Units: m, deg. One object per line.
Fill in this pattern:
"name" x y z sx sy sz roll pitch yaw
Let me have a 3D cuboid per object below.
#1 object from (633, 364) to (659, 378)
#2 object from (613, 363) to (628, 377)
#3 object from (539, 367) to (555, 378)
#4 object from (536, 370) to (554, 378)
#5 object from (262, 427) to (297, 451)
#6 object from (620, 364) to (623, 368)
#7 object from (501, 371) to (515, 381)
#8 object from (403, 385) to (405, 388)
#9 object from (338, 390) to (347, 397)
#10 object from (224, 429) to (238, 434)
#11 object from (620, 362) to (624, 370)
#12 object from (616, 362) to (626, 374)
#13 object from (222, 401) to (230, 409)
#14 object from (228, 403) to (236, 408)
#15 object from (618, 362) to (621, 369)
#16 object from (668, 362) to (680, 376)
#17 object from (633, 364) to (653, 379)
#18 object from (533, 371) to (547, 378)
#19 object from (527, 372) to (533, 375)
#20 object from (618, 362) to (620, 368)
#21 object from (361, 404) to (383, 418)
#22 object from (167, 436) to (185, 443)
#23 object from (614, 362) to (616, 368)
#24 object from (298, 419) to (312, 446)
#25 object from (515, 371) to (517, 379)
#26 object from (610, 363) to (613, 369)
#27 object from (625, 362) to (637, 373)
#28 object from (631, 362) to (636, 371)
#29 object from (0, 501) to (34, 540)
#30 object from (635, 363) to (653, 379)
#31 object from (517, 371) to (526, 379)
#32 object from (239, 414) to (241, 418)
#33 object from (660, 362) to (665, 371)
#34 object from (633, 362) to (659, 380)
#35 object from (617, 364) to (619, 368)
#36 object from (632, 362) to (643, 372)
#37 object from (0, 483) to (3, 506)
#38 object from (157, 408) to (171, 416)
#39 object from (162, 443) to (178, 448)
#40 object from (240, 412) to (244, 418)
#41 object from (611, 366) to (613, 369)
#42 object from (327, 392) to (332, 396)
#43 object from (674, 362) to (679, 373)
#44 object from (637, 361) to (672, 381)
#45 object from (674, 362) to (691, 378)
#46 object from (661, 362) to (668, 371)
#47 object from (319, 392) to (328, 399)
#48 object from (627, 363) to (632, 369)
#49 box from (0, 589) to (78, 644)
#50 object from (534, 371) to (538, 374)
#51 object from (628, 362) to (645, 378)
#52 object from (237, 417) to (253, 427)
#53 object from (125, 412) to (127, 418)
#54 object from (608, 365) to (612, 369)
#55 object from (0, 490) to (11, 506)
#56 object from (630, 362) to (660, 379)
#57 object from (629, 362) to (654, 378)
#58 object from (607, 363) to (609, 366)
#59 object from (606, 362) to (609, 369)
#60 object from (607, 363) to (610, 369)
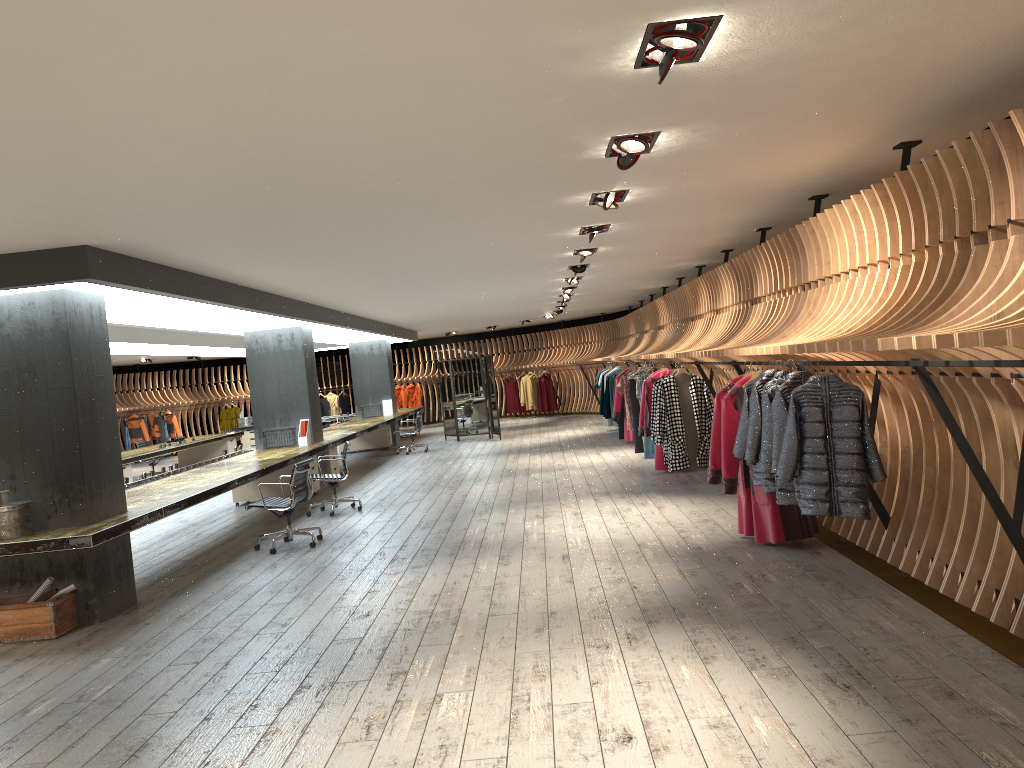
"object" 2.081 -0.209 13.388 0.548 0.256 0.023 -6 0 27
"object" 2.158 -0.282 16.805 0.525 0.270 0.012 -6 0 7
"object" 1.000 -0.340 25.537 0.525 0.270 0.012 -6 0 -23
"object" 0.946 -0.337 25.622 0.525 0.270 0.012 -6 0 2
"object" -3.464 0.817 13.231 0.459 0.289 0.329 -6 1 -1
"object" 2.201 -0.304 17.607 0.525 0.270 0.012 -6 0 2
"object" -0.094 -0.249 26.698 0.525 0.270 0.012 -6 0 2
"object" -3.452 0.073 28.182 0.012 0.270 0.525 -6 1 7
"object" -5.371 0.273 28.129 0.012 0.270 0.525 -6 1 27
"object" -6.388 1.086 20.142 0.302 0.074 0.217 -6 1 -4
"object" 2.175 -0.296 17.284 0.525 0.270 0.012 -6 0 12
"object" 2.174 -0.287 16.985 0.525 0.270 0.012 -6 0 27
"object" -8.578 0.648 26.611 0.525 0.270 0.012 -5 0 32
"object" -8.444 0.631 26.735 0.525 0.270 0.012 -5 0 32
"object" 2.186 -0.306 17.719 0.525 0.270 0.012 -6 0 2
"object" 2.015 -0.141 10.862 0.525 0.270 0.012 -6 0 22
"object" 2.064 -0.216 13.509 0.549 0.243 0.023 -7 0 -27
"object" 0.843 -0.328 25.746 0.525 0.270 0.012 -6 0 -23
"object" 0.546 -0.308 26.098 0.525 0.270 0.012 -6 0 2
"object" 2.196 -0.310 17.922 0.525 0.270 0.012 -6 0 7
"object" -3.258 0.641 20.631 0.459 0.289 0.330 -6 1 4
"object" -7.067 1.163 18.637 0.261 0.111 0.373 -6 1 2
"object" 2.222 -0.329 18.863 0.525 0.270 0.012 -6 0 7
"object" -3.115 0.728 13.277 0.129 0.383 0.240 -6 0 2
"object" 0.112 -0.267 26.527 0.012 0.270 0.525 -6 1 -3
"object" 2.243 -0.351 19.736 0.525 0.270 0.012 -6 0 7
"object" 2.151 -0.261 15.772 0.525 0.270 0.012 -6 0 12
"object" 2.111 -0.244 15.124 0.525 0.270 0.012 -6 0 2
"object" -3.804 1.016 6.519 0.497 0.239 0.303 -6 1 2
"object" 2.073 -0.226 13.774 0.550 0.243 0.023 -7 1 -37
"object" 0.343 -0.287 26.322 0.525 0.270 0.012 -7 1 -33
"object" -7.117 0.843 23.234 0.062 0.109 0.062 -6 1 -32
"object" 2.047 -0.166 11.922 0.525 0.270 0.012 -6 0 22
"object" 2.055 -0.209 13.065 0.549 0.243 0.023 -6 0 3
"object" 2.208 -0.323 18.256 0.525 0.270 0.012 -6 0 2
"object" 2.100 -0.231 14.912 0.524 0.286 0.015 -6 0 -13
"object" -3.768 0.831 6.554 0.088 0.204 0.262 -6 1 0
"object" -9.913 0.807 25.015 0.549 0.243 0.023 -6 0 -22
"object" -6.475 1.164 16.765 0.302 0.071 0.209 -6 1 -4
"object" -7.013 0.824 23.317 0.262 0.204 0.088 -6 0 0
"object" 2.215 -0.331 19.258 0.524 0.284 0.014 -6 0 12
"object" -5.741 0.315 28.059 0.525 0.270 0.012 -6 0 27
"object" 1.978 -0.131 10.537 0.525 0.270 0.012 -6 0 2
"object" 2.080 -0.198 12.873 0.547 0.262 0.023 -6 0 3
"object" 1.992 -0.128 10.356 0.525 0.270 0.012 -6 0 -8
"object" 2.003 -0.155 11.601 0.525 0.270 0.012 -5 0 32
"object" -6.036 0.350 27.970 0.525 0.270 0.012 -6 0 27
"object" 2.136 -0.265 16.018 0.525 0.270 0.012 -6 0 2
"box" -3.582 1.718 6.498 0.664 0.282 0.342 -6 1 2
"object" 0.685 -0.319 25.925 0.012 0.270 0.525 -6 1 42
"object" 2.077 -0.225 13.882 0.549 0.250 0.023 -6 0 3
"object" -7.030 1.005 23.373 0.303 0.239 0.498 -6 1 2
"object" -10.424 0.884 23.932 0.023 0.243 0.549 -6 1 -17
"object" 2.219 -0.344 19.843 0.523 0.288 0.015 -6 0 12
"object" -3.684 0.831 6.449 0.062 0.109 0.062 -6 1 -28
"object" 2.074 -0.221 13.616 0.549 0.243 0.023 -6 0 8
"object" 2.079 -0.231 13.978 0.549 0.243 0.023 -5 1 38
"object" 2.265 -0.376 20.738 0.525 0.270 0.012 -6 0 17
"object" 2.253 -0.371 20.593 0.525 0.270 0.012 -6 0 -8
"object" 2.257 -0.369 20.457 0.525 0.270 0.012 -6 0 17
